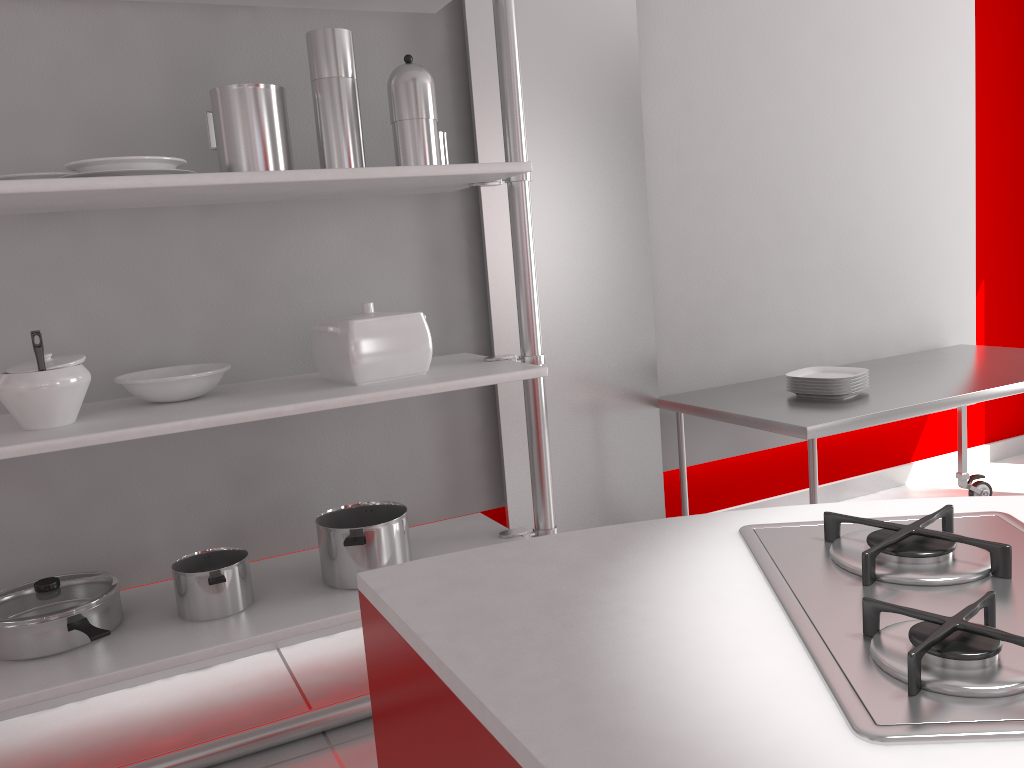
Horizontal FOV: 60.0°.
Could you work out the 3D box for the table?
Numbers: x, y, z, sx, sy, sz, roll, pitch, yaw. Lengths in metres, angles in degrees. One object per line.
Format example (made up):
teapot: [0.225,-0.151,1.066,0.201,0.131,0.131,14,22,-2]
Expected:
table: [1.396,0.307,3.120,1.627,0.682,0.749,-9,9,-24]

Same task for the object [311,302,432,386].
object: [-0.367,-0.114,2.310,0.282,0.197,0.235,-11,10,-35]

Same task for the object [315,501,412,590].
object: [-0.386,0.419,2.327,0.240,0.161,0.259,-12,12,-42]

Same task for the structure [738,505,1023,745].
structure: [0.394,0.176,0.796,0.303,0.037,0.457,-4,9,5]

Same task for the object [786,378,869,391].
object: [1.014,0.002,2.853,0.228,0.020,0.228,-13,12,-43]

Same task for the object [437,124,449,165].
object: [-0.234,-0.632,2.370,0.127,0.157,0.127,-7,9,-15]

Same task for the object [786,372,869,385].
object: [1.012,-0.018,2.850,0.228,0.020,0.228,-13,12,-43]

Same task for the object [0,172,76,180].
object: [-1.085,-0.455,2.055,0.244,0.042,0.244,-10,10,-33]

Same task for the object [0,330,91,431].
object: [-1.026,-0.013,1.936,0.192,0.214,0.192,-12,11,-38]

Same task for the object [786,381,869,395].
object: [1.015,0.012,2.854,0.228,0.020,0.228,-13,12,-43]

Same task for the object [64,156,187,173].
object: [-0.829,-0.455,1.916,0.244,0.042,0.244,-12,11,-40]

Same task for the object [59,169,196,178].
object: [-0.828,-0.441,1.918,0.280,0.015,0.280,-4,9,4]

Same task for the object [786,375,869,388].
object: [1.013,-0.008,2.851,0.228,0.020,0.228,-13,12,-43]

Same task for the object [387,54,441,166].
object: [-0.239,-0.658,2.155,0.115,0.274,0.115,-10,10,-32]

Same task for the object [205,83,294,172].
object: [-0.614,-0.582,2.083,0.184,0.205,0.172,-8,9,-20]

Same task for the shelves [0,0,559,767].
shelves: [-0.717,-0.340,2.122,1.735,2.599,0.535,-9,9,-25]

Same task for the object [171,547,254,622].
object: [-0.734,0.490,2.180,0.196,0.122,0.182,-1,9,22]

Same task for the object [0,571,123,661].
object: [-1.076,0.533,2.052,0.308,0.130,0.407,-7,9,-18]

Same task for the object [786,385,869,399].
object: [1.016,0.022,2.856,0.228,0.020,0.228,-13,12,-43]

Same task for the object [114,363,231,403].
object: [-0.834,0.004,2.196,0.272,0.072,0.272,0,10,28]

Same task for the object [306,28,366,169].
object: [-0.419,-0.666,2.121,0.109,0.329,0.110,-9,10,-27]

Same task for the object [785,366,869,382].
object: [1.012,-0.028,2.848,0.228,0.020,0.228,-13,12,-43]
